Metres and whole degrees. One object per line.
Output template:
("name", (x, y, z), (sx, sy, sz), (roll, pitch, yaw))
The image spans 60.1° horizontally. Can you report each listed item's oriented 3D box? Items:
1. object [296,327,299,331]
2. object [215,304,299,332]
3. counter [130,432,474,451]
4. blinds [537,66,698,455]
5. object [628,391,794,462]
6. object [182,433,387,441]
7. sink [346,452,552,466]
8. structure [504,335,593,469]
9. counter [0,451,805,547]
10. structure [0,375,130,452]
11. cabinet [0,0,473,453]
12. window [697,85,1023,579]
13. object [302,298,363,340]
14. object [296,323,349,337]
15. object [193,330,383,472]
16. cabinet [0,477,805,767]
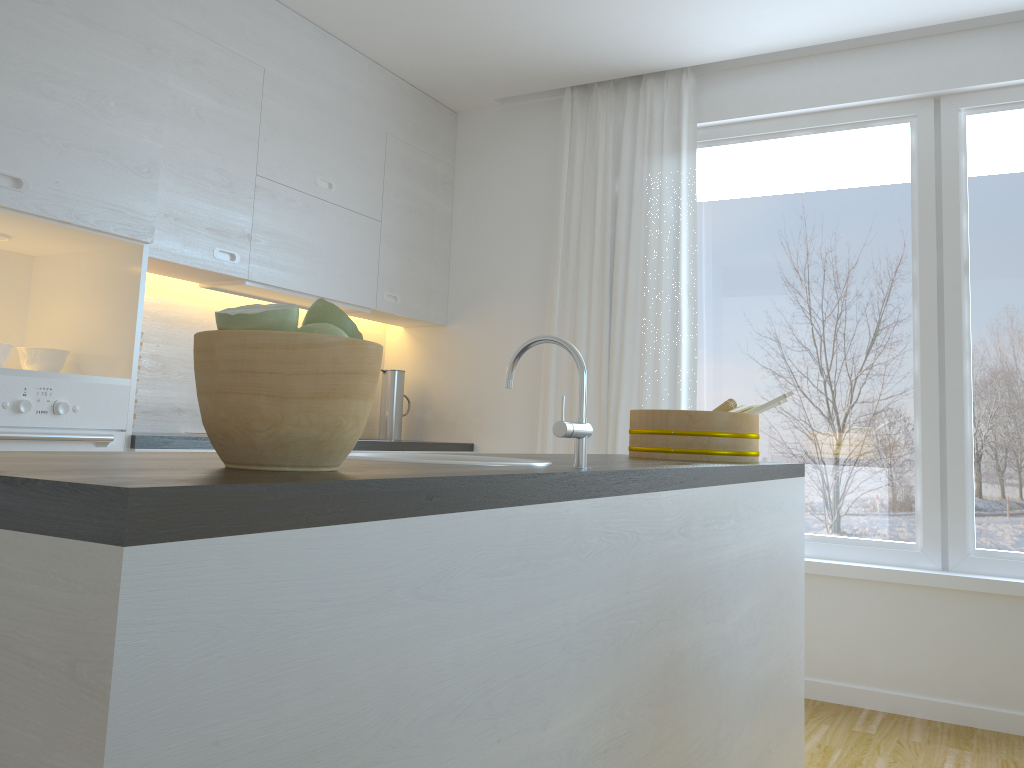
("object", (-0.283, -0.040, 1.022), (0.101, 0.099, 0.086), (7, -7, -40))
("object", (-0.270, -0.059, 0.936), (0.085, 0.066, 0.083), (-2, -6, 41))
("counter", (-0.936, 0.246, 3.725), (0.600, 0.040, 1.989), (1, -4, 29))
("blinds", (0.473, -0.437, 4.089), (0.794, 2.175, 0.149), (-1, -8, 28))
("object", (0.559, 0.118, 2.637), (0.428, 0.216, 0.377), (5, -5, -33))
("object", (-0.937, 0.228, 3.732), (0.561, 0.013, 0.650), (1, -4, 29))
("sink", (-0.134, 0.205, 1.531), (0.403, 0.158, 0.402), (4, -4, -19))
("structure", (0.043, 0.024, 1.428), (0.162, 0.217, 0.096), (-1, -7, 29))
("counter", (0.050, 0.174, 1.794), (0.600, 0.040, 2.387), (1, -4, 29))
("structure", (-1.317, 0.283, 2.444), (0.049, 0.600, 0.557), (-1, -6, 29))
("cabinet", (-1.158, -0.116, 3.214), (0.481, 2.317, 3.183), (-1, -6, 29))
("window", (1.740, -0.229, 3.585), (2.725, 1.932, 0.088), (0, -7, 29))
("object", (-0.212, -0.064, 1.051), (0.073, 0.072, 0.077), (6, -6, -36))
("object", (-0.212, -0.024, 0.981), (0.081, 0.086, 0.097), (3, -5, -6))
("object", (-0.250, 0.023, 0.982), (0.205, 0.143, 0.204), (3, -5, -10))
("cabinet", (0.030, 0.649, 1.736), (0.600, 0.916, 2.387), (-1, -5, 29))
